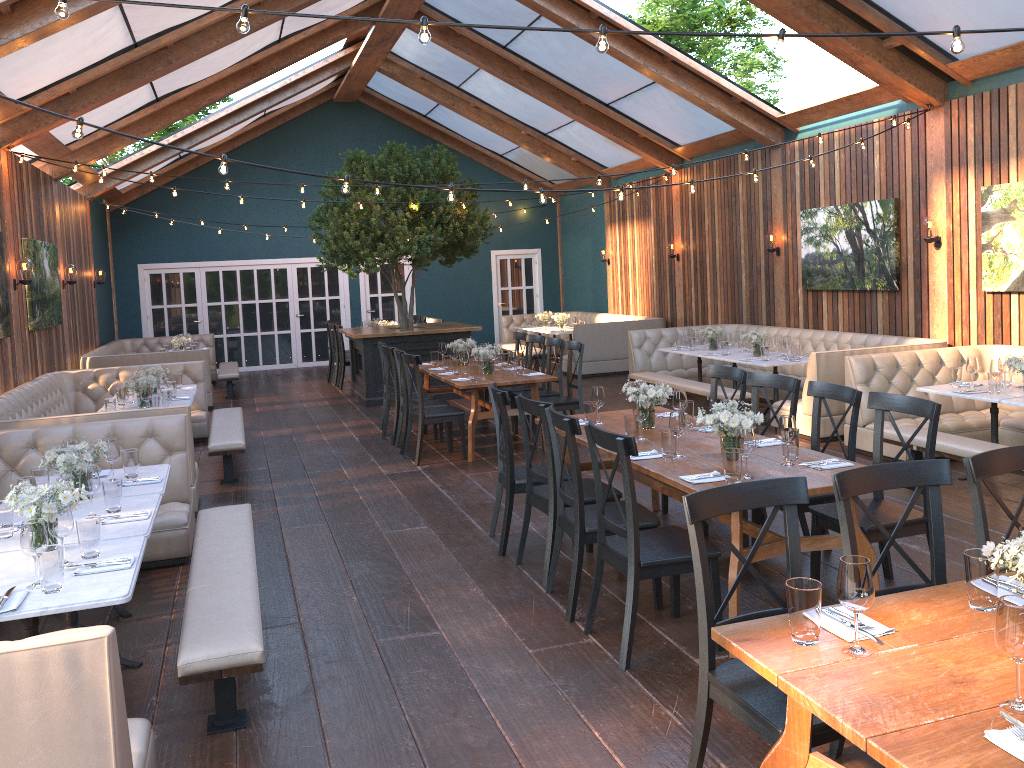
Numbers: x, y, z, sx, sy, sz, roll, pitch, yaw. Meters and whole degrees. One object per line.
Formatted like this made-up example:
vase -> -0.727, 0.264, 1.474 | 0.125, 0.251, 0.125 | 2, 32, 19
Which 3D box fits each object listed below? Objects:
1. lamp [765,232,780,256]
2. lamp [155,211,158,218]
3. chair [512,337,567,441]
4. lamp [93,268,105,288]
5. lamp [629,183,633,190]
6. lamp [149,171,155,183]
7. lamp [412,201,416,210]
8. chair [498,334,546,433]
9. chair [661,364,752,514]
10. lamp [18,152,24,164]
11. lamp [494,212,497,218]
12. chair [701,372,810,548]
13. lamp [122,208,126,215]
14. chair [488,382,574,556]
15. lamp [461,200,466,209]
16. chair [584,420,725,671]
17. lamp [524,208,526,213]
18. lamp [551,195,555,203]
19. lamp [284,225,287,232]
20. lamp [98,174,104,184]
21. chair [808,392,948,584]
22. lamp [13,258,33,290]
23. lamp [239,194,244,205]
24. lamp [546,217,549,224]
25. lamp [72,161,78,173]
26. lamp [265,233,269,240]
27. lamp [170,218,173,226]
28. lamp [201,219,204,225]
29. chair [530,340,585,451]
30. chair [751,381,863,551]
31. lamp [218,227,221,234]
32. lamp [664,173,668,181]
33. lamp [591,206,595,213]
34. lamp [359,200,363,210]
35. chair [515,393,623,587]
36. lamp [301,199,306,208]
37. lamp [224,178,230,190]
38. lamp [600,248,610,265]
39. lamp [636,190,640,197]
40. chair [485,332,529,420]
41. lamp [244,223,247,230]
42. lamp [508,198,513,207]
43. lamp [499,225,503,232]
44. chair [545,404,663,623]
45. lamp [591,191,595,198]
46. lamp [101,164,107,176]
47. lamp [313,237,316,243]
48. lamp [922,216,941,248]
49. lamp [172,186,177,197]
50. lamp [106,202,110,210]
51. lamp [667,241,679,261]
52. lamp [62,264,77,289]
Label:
lamp -> 3.426, -1.843, 11.641 | 0.178, 0.319, 0.147 | -4, 4, -17
lamp -> -5.934, -2.826, 14.767 | 0.056, 0.121, 0.056 | -5, 5, -33
chair -> 0.296, 0.039, 9.328 | 0.540, 1.016, 0.479 | -4, 4, -17
lamp -> -6.633, -1.707, 14.230 | 0.178, 0.319, 0.147 | -4, 4, -17
lamp -> 1.849, -3.064, 13.712 | 0.064, 0.118, 0.057 | -3, 4, -9
lamp -> -3.657, -2.100, 8.985 | 0.056, 0.121, 0.057 | -2, 4, 7
lamp -> -1.290, -2.352, 11.653 | 0.056, 0.120, 0.056 | -2, 4, 8
chair -> 0.127, -0.021, 9.861 | 0.540, 1.016, 0.479 | -4, 5, -22
chair -> 1.330, 0.406, 6.075 | 0.540, 1.016, 0.479 | -4, 4, -17
lamp -> -4.983, -2.290, 8.979 | 0.056, 0.118, 0.062 | -1, 4, 18
lamp -> -0.350, -3.561, 18.644 | 0.056, 0.120, 0.056 | -2, 4, 4
chair -> 1.500, 0.466, 5.542 | 0.540, 1.016, 0.479 | -4, 5, -22
lamp -> -6.224, -2.770, 14.187 | 0.076, 0.113, 0.057 | 0, 5, 28
chair -> 0.123, 0.511, 5.689 | 0.540, 1.016, 0.479 | -3, 4, -10
lamp -> -0.655, -2.446, 12.067 | 0.060, 0.119, 0.056 | -5, 5, -32
chair -> 0.638, 0.690, 4.097 | 0.540, 1.016, 0.479 | -4, 4, -17
lamp -> 0.277, -3.738, 19.046 | 0.056, 0.120, 0.056 | -6, 5, -35
lamp -> 0.600, -2.697, 12.898 | 0.056, 0.117, 0.068 | -4, 5, -20
lamp -> -4.134, -2.836, 16.150 | 0.056, 0.120, 0.056 | -2, 4, 7
lamp -> -4.372, -2.190, 9.420 | 0.056, 0.117, 0.065 | 0, 5, 31
chair -> 1.839, 0.587, 4.475 | 0.540, 1.016, 0.479 | -4, 4, -17
lamp -> -4.970, -1.117, 8.998 | 0.178, 0.319, 0.147 | -4, 4, -17
lamp -> -3.159, -2.157, 10.336 | 0.056, 0.120, 0.056 | 1, 5, 39
lamp -> 0.572, -2.652, 14.357 | 0.056, 0.120, 0.056 | -6, 5, -40
lamp -> -4.418, -2.198, 8.944 | 0.056, 0.120, 0.056 | 1, 5, 38
lamp -> -3.963, -2.387, 14.334 | 0.056, 0.114, 0.074 | -1, 5, 26
lamp -> -5.487, -2.608, 14.255 | 0.060, 0.119, 0.056 | -4, 5, -23
lamp -> -5.329, -2.790, 15.231 | 0.056, 0.120, 0.056 | -3, 4, -2
chair -> 0.466, 0.099, 8.795 | 0.540, 1.016, 0.479 | -4, 4, -12
chair -> 1.669, 0.526, 5.009 | 0.540, 1.016, 0.479 | -4, 4, -12
lamp -> -4.733, -2.479, 14.316 | 0.056, 0.119, 0.060 | -4, 4, -13
lamp -> 2.463, -3.299, 14.121 | 0.056, 0.119, 0.057 | -2, 4, 12
lamp -> 1.314, -2.830, 14.316 | 0.056, 0.117, 0.066 | -6, 6, -41
lamp -> -1.913, -2.267, 11.214 | 0.056, 0.120, 0.056 | -6, 5, -37
chair -> 0.322, 0.570, 5.157 | 0.540, 1.016, 0.479 | -4, 4, -21
lamp -> -2.542, -2.200, 10.785 | 0.056, 0.119, 0.056 | -5, 5, -30
lamp -> -2.904, -2.035, 9.013 | 0.056, 0.120, 0.056 | -3, 4, -5
lamp -> 1.763, -2.433, 16.873 | 0.178, 0.319, 0.147 | -4, 4, -17
lamp -> 2.028, -3.077, 14.276 | 0.074, 0.114, 0.056 | -4, 4, -11
chair -> -0.043, -0.081, 10.395 | 0.540, 1.016, 0.479 | -4, 4, -17
lamp -> -4.725, -2.789, 15.696 | 0.056, 0.120, 0.056 | -4, 4, -15
lamp -> -0.023, -2.560, 12.485 | 0.060, 0.119, 0.057 | -2, 4, 6
lamp -> -0.183, -2.526, 14.400 | 0.056, 0.120, 0.056 | -6, 5, -41
chair -> 0.463, 0.631, 4.628 | 0.540, 1.016, 0.479 | -4, 4, -12
lamp -> 1.219, -2.866, 13.324 | 0.056, 0.120, 0.056 | -6, 5, -35
lamp -> -4.130, -2.163, 8.960 | 0.056, 0.121, 0.056 | -4, 4, -15
lamp -> -3.218, -2.348, 14.405 | 0.056, 0.119, 0.060 | -1, 4, 19
lamp -> 4.264, -1.546, 9.004 | 0.178, 0.319, 0.147 | -4, 4, -17
lamp -> -3.763, -2.148, 9.872 | 0.056, 0.118, 0.062 | -1, 5, 24
lamp -> -6.532, -2.878, 14.295 | 0.056, 0.120, 0.056 | 1, 6, 42
lamp -> 2.595, -2.138, 14.256 | 0.178, 0.319, 0.147 | -4, 4, -17
lamp -> -5.801, -1.412, 11.613 | 0.178, 0.319, 0.147 | -4, 4, -17
